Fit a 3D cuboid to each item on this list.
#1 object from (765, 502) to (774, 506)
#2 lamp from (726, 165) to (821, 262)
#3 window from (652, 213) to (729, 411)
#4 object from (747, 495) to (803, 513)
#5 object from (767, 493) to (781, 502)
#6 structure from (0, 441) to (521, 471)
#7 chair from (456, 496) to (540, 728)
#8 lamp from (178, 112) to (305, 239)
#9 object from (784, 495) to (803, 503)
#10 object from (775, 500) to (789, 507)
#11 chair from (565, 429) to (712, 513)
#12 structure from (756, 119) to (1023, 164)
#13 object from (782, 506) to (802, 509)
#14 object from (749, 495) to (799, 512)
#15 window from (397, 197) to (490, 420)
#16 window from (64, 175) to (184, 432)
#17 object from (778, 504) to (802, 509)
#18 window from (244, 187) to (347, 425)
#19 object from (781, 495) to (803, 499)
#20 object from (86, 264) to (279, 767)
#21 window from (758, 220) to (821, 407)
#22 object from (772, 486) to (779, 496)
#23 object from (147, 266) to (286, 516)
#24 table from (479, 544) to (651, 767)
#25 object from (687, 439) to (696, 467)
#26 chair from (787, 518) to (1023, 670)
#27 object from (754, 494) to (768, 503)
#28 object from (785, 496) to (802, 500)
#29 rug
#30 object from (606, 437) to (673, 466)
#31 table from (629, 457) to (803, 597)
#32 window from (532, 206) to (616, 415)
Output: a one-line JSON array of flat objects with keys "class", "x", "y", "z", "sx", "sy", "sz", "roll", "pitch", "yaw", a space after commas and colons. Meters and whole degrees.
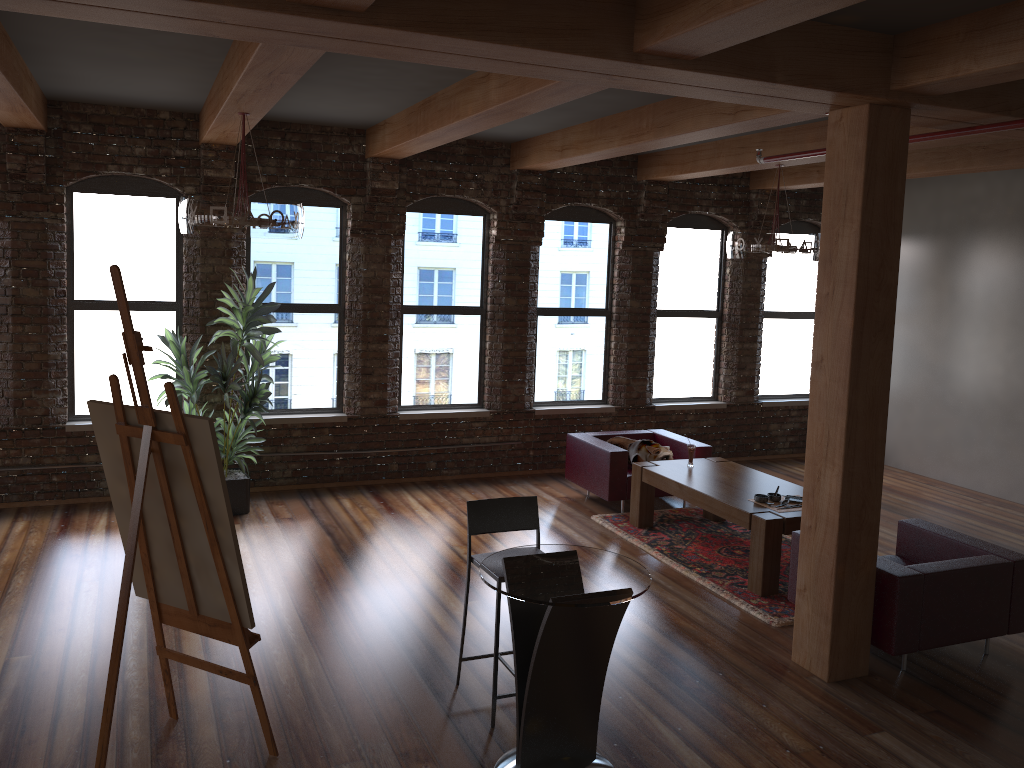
[{"class": "object", "x": 1.829, "y": 0.854, "z": 6.289, "sx": 0.059, "sy": 0.021, "sz": 0.018, "roll": 5, "pitch": 7, "yaw": 19}, {"class": "lamp", "x": 2.283, "y": -1.479, "z": 7.638, "sx": 0.810, "sy": 0.811, "sz": 0.812, "roll": 4, "pitch": 7, "yaw": 18}, {"class": "window", "x": 2.028, "y": -0.826, "z": 10.036, "sx": 0.968, "sy": 2.206, "sz": 0.236, "roll": 0, "pitch": 6, "yaw": -23}, {"class": "object", "x": 1.997, "y": 0.860, "z": 6.379, "sx": 0.469, "sy": 0.001, "sz": 0.354, "roll": -1, "pitch": 8, "yaw": -23}, {"class": "object", "x": 1.907, "y": 0.825, "z": 6.444, "sx": 0.099, "sy": 0.043, "sz": 0.099, "roll": 4, "pitch": 8, "yaw": 15}, {"class": "structure", "x": -6.250, "y": 0.653, "z": 6.512, "sx": 13.711, "sy": 0.312, "sz": 1.641, "roll": -2, "pitch": 9, "yaw": -30}, {"class": "chair", "x": 0.014, "y": 1.111, "z": 4.452, "sx": 0.430, "sy": 0.977, "sz": 0.469, "roll": 0, "pitch": 6, "yaw": -23}, {"class": "lamp", "x": -1.793, "y": -1.395, "z": 5.912, "sx": 0.810, "sy": 0.811, "sz": 0.812, "roll": 4, "pitch": 7, "yaw": 19}, {"class": "object", "x": 2.095, "y": 0.845, "z": 6.444, "sx": 0.213, "sy": 0.018, "sz": 0.154, "roll": 5, "pitch": 8, "yaw": 22}, {"class": "object", "x": 1.920, "y": 0.851, "z": 6.306, "sx": 0.153, "sy": 0.030, "sz": 0.045, "roll": -4, "pitch": 9, "yaw": -38}, {"class": "chair", "x": 1.173, "y": 0.814, "z": 8.348, "sx": 1.071, "sy": 0.590, "sz": 0.870, "roll": -1, "pitch": 8, "yaw": -23}, {"class": "structure", "x": 3.170, "y": -1.240, "z": 3.569, "sx": 0.051, "sy": 0.111, "sz": 6.841, "roll": 0, "pitch": 8, "yaw": -23}, {"class": "object", "x": 2.009, "y": 0.870, "z": 6.275, "sx": 0.270, "sy": 0.008, "sz": 0.007, "roll": -2, "pitch": 8, "yaw": -27}, {"class": "object", "x": 1.998, "y": 0.860, "z": 6.378, "sx": 0.471, "sy": 0.003, "sz": 0.333, "roll": -1, "pitch": 8, "yaw": -23}, {"class": "window", "x": -0.673, "y": -0.771, "z": 8.892, "sx": 0.968, "sy": 2.206, "sz": 0.236, "roll": 0, "pitch": 6, "yaw": -23}, {"class": "window", "x": -3.374, "y": -0.716, "z": 7.748, "sx": 0.968, "sy": 2.206, "sz": 0.236, "roll": 0, "pitch": 6, "yaw": -23}, {"class": "object", "x": 1.968, "y": 0.868, "z": 6.278, "sx": 0.270, "sy": 0.008, "sz": 0.007, "roll": -3, "pitch": 8, "yaw": -34}, {"class": "window", "x": -2.023, "y": -0.743, "z": 8.320, "sx": 0.968, "sy": 2.206, "sz": 0.236, "roll": 0, "pitch": 6, "yaw": -23}, {"class": "object", "x": 2.097, "y": 0.832, "z": 6.450, "sx": 0.271, "sy": 0.008, "sz": 0.007, "roll": 7, "pitch": 8, "yaw": 33}, {"class": "object", "x": -1.454, "y": 0.582, "z": 3.660, "sx": 0.703, "sy": 2.132, "sz": 0.687, "roll": 5, "pitch": 6, "yaw": 27}, {"class": "window", "x": 3.378, "y": -0.854, "z": 10.607, "sx": 0.968, "sy": 2.206, "sz": 0.236, "roll": 0, "pitch": 6, "yaw": -23}, {"class": "object", "x": 1.924, "y": 0.795, "z": 6.468, "sx": 0.045, "sy": 0.079, "sz": 0.138, "roll": 6, "pitch": 8, "yaw": 32}, {"class": "object", "x": -2.495, "y": 0.035, "z": 7.543, "sx": 1.080, "sy": 2.095, "sz": 0.971, "roll": 1, "pitch": 6, "yaw": -10}, {"class": "table", "x": 0.205, "y": 1.246, "z": 3.773, "sx": 0.721, "sy": 0.920, "sz": 0.725, "roll": 2, "pitch": 6, "yaw": 2}, {"class": "object", "x": 1.513, "y": 0.577, "z": 7.479, "sx": 0.076, "sy": 0.231, "sz": 0.095, "roll": 3, "pitch": 6, "yaw": 10}, {"class": "chair", "x": 2.399, "y": 1.263, "z": 5.392, "sx": 1.071, "sy": 0.590, "sz": 0.870, "roll": -1, "pitch": 8, "yaw": -23}, {"class": "object", "x": 1.799, "y": 0.827, "z": 6.396, "sx": 0.099, "sy": 0.043, "sz": 0.099, "roll": 3, "pitch": 7, "yaw": 3}, {"class": "object", "x": 2.088, "y": 0.835, "z": 6.423, "sx": 0.271, "sy": 0.008, "sz": 0.007, "roll": 9, "pitch": 9, "yaw": 41}, {"class": "rug", "x": 1.781, "y": 1.329, "z": 6.922, "sx": 1.343, "sy": 0.009, "sz": 2.474, "roll": -1, "pitch": 8, "yaw": -23}, {"class": "object", "x": 1.169, "y": 0.657, "z": 8.195, "sx": 0.757, "sy": 0.295, "sz": 0.365, "roll": 8, "pitch": 9, "yaw": 38}, {"class": "table", "x": 1.766, "y": 1.053, "z": 6.937, "sx": 0.900, "sy": 0.547, "sz": 1.759, "roll": -1, "pitch": 8, "yaw": -23}, {"class": "window", "x": 0.677, "y": -0.799, "z": 9.464, "sx": 0.968, "sy": 2.206, "sz": 0.236, "roll": 0, "pitch": 6, "yaw": -23}]
